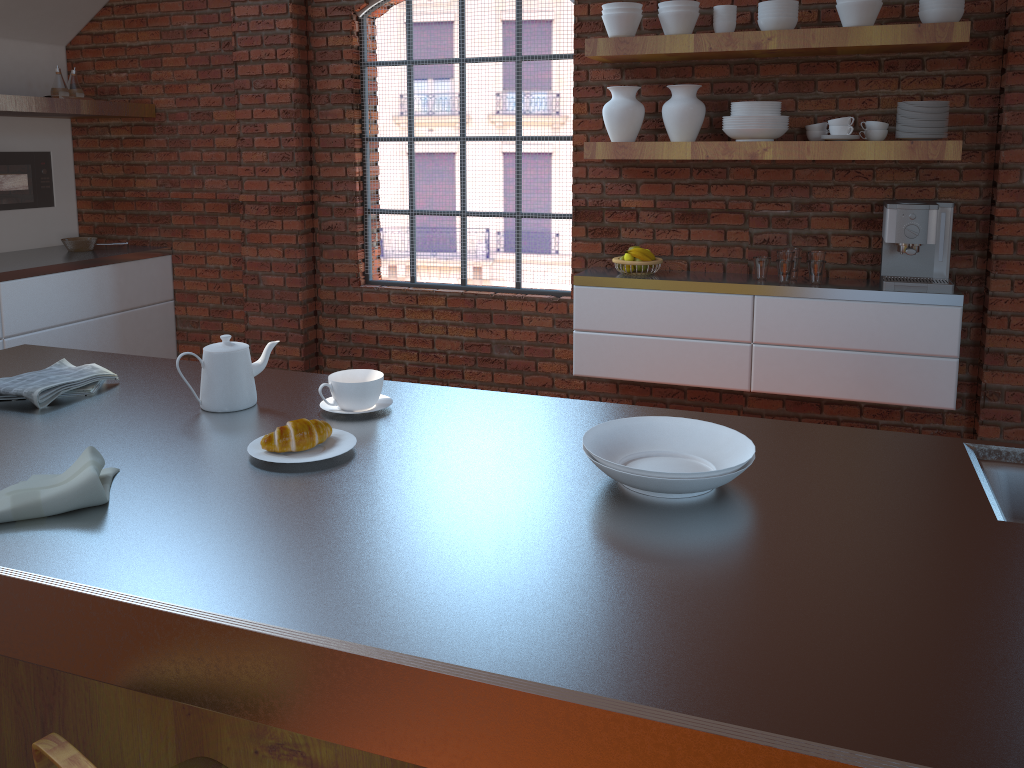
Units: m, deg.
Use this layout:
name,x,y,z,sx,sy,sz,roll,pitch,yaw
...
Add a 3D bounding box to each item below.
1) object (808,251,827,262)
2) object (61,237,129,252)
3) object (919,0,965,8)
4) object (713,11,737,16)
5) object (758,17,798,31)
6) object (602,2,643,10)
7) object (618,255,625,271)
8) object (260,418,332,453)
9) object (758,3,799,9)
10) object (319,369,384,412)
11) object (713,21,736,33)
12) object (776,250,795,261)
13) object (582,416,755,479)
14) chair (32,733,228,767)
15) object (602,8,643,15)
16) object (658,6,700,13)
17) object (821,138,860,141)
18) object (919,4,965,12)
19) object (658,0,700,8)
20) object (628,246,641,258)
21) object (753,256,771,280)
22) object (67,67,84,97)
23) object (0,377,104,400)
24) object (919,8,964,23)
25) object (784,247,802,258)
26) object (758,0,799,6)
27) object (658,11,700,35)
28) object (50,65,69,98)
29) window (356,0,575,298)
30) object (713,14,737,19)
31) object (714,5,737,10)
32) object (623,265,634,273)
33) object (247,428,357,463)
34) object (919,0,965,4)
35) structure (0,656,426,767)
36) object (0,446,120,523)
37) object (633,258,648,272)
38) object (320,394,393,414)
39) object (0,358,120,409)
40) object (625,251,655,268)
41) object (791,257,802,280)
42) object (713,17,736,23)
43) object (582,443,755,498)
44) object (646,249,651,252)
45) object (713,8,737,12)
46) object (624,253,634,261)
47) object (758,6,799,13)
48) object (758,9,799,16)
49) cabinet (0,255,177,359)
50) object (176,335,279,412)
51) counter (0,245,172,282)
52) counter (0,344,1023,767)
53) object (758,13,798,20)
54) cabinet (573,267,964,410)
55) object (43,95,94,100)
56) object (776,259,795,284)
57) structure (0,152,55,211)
name,x,y,z,sx,sy,sz,roll,pitch,yaw
object,1.315,-0.520,3.801,0.078,0.102,0.079,7,13,32
object,-2.425,-0.806,5.094,0.348,0.073,0.199,0,14,1
object,1.721,-1.494,3.528,0.166,0.060,0.168,-8,16,-29
object,0.930,-1.592,3.846,0.099,0.060,0.100,-8,15,-30
object,1.135,-1.526,3.760,0.166,0.060,0.169,4,15,14
object,0.490,-1.631,3.916,0.181,0.102,0.184,-9,16,-33
object,0.537,-0.569,4.148,0.074,0.074,0.074,-1,12,-5
object,-0.391,0.091,1.615,0.062,0.050,0.140,10,17,38
object,1.134,-1.579,3.752,0.166,0.060,0.169,4,15,14
object,-0.335,0.016,1.873,0.124,0.068,0.119,1,13,5
object,0.930,-1.549,3.853,0.099,0.060,0.100,-8,15,-30
object,1.188,-0.526,3.825,0.078,0.102,0.078,-9,14,-39
object,0.258,0.123,1.465,0.282,0.054,0.288,-2,15,-8
chair,-0.407,0.780,1.146,0.341,0.737,0.342,8,12,39
object,0.490,-1.609,3.919,0.181,0.102,0.184,-9,16,-33
object,0.732,-1.596,3.869,0.181,0.102,0.184,-9,16,-33
object,1.379,-1.026,3.699,0.154,0.012,0.157,-5,16,-18
object,1.721,-1.481,3.530,0.166,0.060,0.168,-8,16,-29
object,0.732,-1.618,3.865,0.181,0.102,0.184,-9,16,-33
object,0.581,-0.619,4.144,0.069,0.060,0.070,9,15,36
object,1.116,-0.516,3.936,0.077,0.102,0.079,-2,11,-9
object,-2.467,-1.687,4.961,0.094,0.189,0.094,-5,11,-26
object,-1.073,0.005,2.027,0.232,0.026,0.168,-4,15,-14
object,1.721,-1.465,3.532,0.166,0.060,0.168,-8,16,-29
object,1.252,-0.554,3.926,0.078,0.102,0.078,-9,14,-39
object,1.134,-1.592,3.751,0.166,0.060,0.169,4,15,14
object,0.732,-1.575,3.872,0.181,0.102,0.184,-9,16,-33
object,-2.501,-1.661,4.859,0.094,0.188,0.094,6,11,32
window,3.640,-1.357,5.638,17.428,9.739,3.699,2,9,10
object,0.930,-1.579,3.848,0.099,0.060,0.100,-8,15,-30
object,0.930,-1.616,3.843,0.099,0.060,0.100,-8,15,-30
object,0.543,-0.539,4.091,0.046,0.045,0.056,-9,15,-36
object,-0.383,0.116,1.610,0.196,0.013,0.197,13,20,39
object,1.721,-1.507,3.526,0.166,0.060,0.168,-8,16,-29
structure,-0.098,0.659,1.570,3.127,0.752,1.044,5,14,20
object,-0.740,0.150,1.394,0.196,0.060,0.208,-5,15,-17
object,0.600,-0.558,4.107,0.078,0.064,0.077,-9,15,-35
object,-0.331,0.046,1.876,0.155,0.012,0.156,-13,20,-40
object,-1.046,-0.003,2.001,0.165,0.049,0.237,5,16,19
object,0.608,-0.571,4.068,0.177,0.093,0.065,-9,14,-32
object,1.252,-0.516,3.931,0.078,0.102,0.078,-9,14,-39
object,0.930,-1.566,3.850,0.099,0.060,0.100,-8,15,-30
object,0.258,0.133,1.467,0.282,0.054,0.288,-2,15,-8
object,0.634,-0.615,4.155,0.047,0.045,0.055,-6,14,-27
object,0.930,-1.603,3.845,0.099,0.060,0.100,-8,15,-30
object,0.545,-0.588,4.096,0.045,0.052,0.052,2,12,8
object,1.135,-1.568,3.754,0.166,0.060,0.169,4,15,14
object,1.135,-1.555,3.756,0.166,0.060,0.169,4,15,14
cabinet,-2.722,-0.166,4.550,0.713,0.801,2.026,4,15,20
object,-0.609,-0.030,1.894,0.118,0.152,0.201,5,14,26
counter,-2.722,-0.586,4.489,0.716,0.043,2.026,5,16,19
counter,-0.100,0.218,1.497,3.150,0.127,1.046,5,16,20
object,1.135,-1.542,3.758,0.166,0.060,0.169,4,15,14
cabinet,1.104,-0.239,3.986,1.626,0.467,0.343,5,12,20
object,-2.484,-1.593,4.921,0.195,0.032,0.228,5,16,18
object,1.188,-0.489,3.830,0.078,0.102,0.078,-9,14,-39
structure,-2.855,-1.181,5.108,0.013,0.328,0.466,3,13,20
